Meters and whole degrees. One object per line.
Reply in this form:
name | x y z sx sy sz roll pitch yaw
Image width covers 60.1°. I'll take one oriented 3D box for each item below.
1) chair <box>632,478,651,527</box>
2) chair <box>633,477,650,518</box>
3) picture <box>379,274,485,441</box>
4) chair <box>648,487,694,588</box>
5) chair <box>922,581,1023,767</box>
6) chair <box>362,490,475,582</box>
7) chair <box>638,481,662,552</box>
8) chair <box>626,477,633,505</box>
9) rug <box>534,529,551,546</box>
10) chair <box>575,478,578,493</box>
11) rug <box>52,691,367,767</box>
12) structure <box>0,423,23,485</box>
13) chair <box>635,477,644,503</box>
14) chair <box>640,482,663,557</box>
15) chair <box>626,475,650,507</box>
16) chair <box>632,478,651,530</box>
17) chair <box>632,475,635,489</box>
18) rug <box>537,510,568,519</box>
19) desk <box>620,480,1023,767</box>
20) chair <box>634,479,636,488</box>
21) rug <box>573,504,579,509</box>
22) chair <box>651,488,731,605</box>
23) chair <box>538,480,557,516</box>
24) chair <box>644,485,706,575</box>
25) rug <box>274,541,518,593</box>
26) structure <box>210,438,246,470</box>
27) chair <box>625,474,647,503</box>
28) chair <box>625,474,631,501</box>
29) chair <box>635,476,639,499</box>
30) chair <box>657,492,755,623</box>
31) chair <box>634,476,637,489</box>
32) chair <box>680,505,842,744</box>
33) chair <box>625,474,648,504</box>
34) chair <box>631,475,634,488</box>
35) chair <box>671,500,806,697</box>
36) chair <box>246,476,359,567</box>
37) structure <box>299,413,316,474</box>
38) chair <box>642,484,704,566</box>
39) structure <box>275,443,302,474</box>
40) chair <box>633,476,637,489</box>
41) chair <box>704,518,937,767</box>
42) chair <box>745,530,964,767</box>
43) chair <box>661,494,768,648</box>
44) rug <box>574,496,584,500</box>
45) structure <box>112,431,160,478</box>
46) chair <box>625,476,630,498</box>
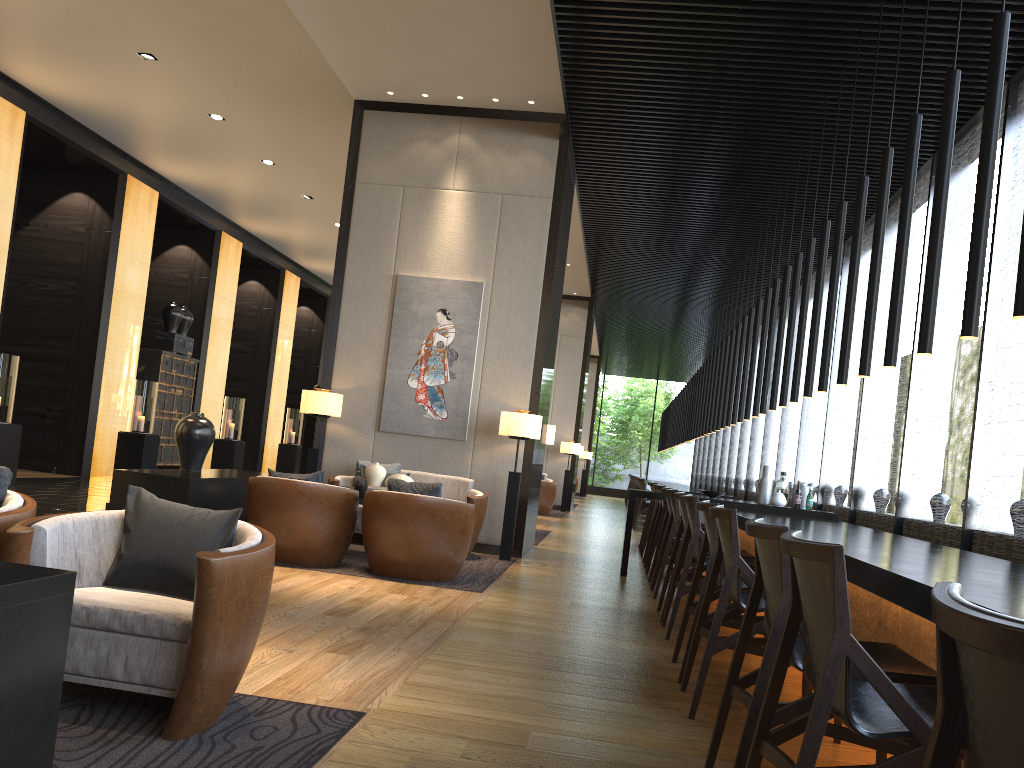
chair | 2.319 1.993 14.700 0.562 0.826 0.527 6 -2 7
chair | 2.443 2.095 15.763 0.562 0.826 0.527 6 -2 7
picture | -0.758 -0.255 8.375 0.834 1.499 0.037 6 -1 7
chair | 1.462 1.290 7.335 0.562 0.826 0.527 6 -2 7
chair | 0.723 0.682 0.977 0.562 0.826 0.527 6 -2 7
chair | -0.691 1.062 6.215 0.803 0.603 0.608 6 -3 7
chair | 1.829 1.591 10.488 0.562 0.826 0.527 6 -2 7
chair | 3.270 2.774 22.871 0.562 0.826 0.527 6 -2 7
rug | -0.607 1.751 10.835 2.039 0.008 2.249 6 -5 7
chair | 1.377 2.760 23.984 0.803 0.603 0.608 6 -3 7
rug | -1.631 0.910 2.032 2.039 0.008 2.249 6 -5 7
structure | -5.589 0.733 9.466 0.402 0.657 0.403 6 -2 7
chair | 2.509 2.149 16.334 0.562 0.826 0.527 6 -2 7
chair | 1.763 1.536 9.917 0.562 0.826 0.527 6 -2 7
chair | 3.203 2.719 22.301 0.562 0.826 0.527 6 -2 7
chair | 2.253 1.939 14.129 0.562 0.826 0.527 6 -2 7
chair | 3.013 2.563 20.666 0.562 0.826 0.527 6 -2 7
rug | -0.013 2.239 15.941 1.956 0.008 2.249 6 -5 7
desk | 2.453 1.874 12.687 1.778 0.758 28.829 6 -5 7
chair | 2.890 2.462 19.603 0.562 0.826 0.527 6 -2 7
rug | 0.426 2.599 19.709 2.039 0.008 2.249 6 -5 7
chair | 1.396 1.235 6.764 0.562 0.826 0.527 6 -2 7
chair | 0.334 1.904 15.023 0.803 0.603 0.608 6 -3 7
chair | 1.579 1.386 8.341 0.562 0.826 0.527 6 -2 7
rug | -1.037 1.398 7.138 1.956 0.008 2.249 6 -5 7
structure | -4.911 1.290 15.297 0.402 0.657 0.403 6 -2 7
chair | 3.460 2.930 24.506 0.562 0.826 0.527 6 -2 7
chair | 3.584 3.032 25.569 0.562 0.826 0.527 6 -2 7
chair | 2.633 2.251 17.397 0.562 0.826 0.527 6 -2 7
chair | 1.279 1.139 5.758 0.562 0.826 0.527 6 -2 7
chair | 2.699 2.305 17.968 0.562 0.826 0.527 6 -2 7
chair | 1.029 0.934 3.611 0.562 0.826 0.527 6 -2 7
chair | 3.394 2.876 23.935 0.562 0.826 0.527 6 -2 7
chair | 3.080 2.618 21.237 0.562 0.826 0.527 6 -2 7
chair | 1.095 0.988 4.182 0.562 0.826 0.527 6 -2 7
chair | -1.535 0.974 6.317 0.803 0.603 0.608 6 -3 7
structure | -2.025 0.837 9.098 0.240 1.216 0.241 6 -1 7
chair | 1.646 1.440 8.911 0.562 0.826 0.527 6 -2 7
structure | -4.572 1.569 18.212 0.402 0.657 0.403 6 -2 7
chair | 2.823 2.407 19.032 0.562 0.826 0.527 6 -2 7
chair | 0.909 0.835 2.579 0.562 0.826 0.527 6 -2 7
chair | 0.843 0.781 2.008 0.562 0.826 0.527 6 -2 7
chair | 1.212 1.084 5.187 0.562 0.826 0.527 6 -2 7
rug | 1.020 3.087 24.815 1.956 0.008 2.249 6 -5 7
structure | -5.250 1.012 12.382 0.402 0.657 0.403 6 -2 7
chair | 3.650 3.086 26.140 0.562 0.826 0.527 6 -2 7
